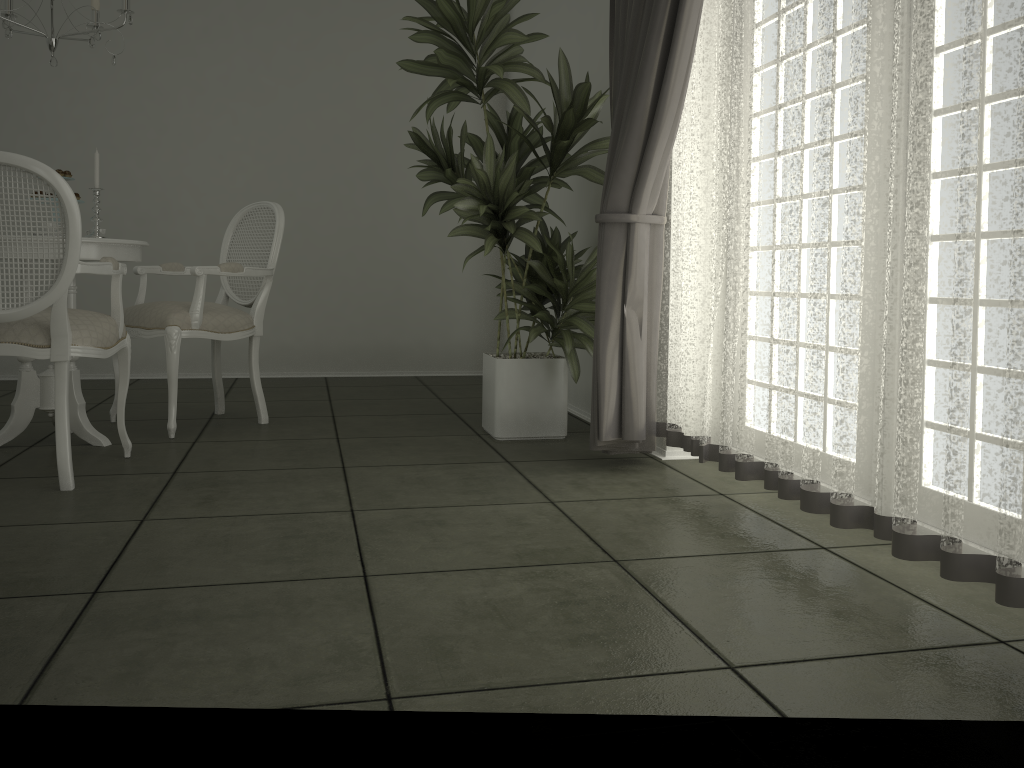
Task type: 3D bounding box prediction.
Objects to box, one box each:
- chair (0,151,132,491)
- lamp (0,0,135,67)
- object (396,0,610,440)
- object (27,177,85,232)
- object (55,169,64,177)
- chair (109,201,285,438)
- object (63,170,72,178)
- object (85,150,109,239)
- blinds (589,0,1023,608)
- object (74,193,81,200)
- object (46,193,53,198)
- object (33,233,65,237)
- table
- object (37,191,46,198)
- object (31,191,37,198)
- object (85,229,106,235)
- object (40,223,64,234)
[{"bbox_3d":[-1.651,-0.210,2.969,0.595,1.060,0.693,0,3,-13],"label":"chair"},{"bbox_3d":[-1.841,-2.532,3.519,0.594,2.431,0.594,0,2,-36],"label":"lamp"},{"bbox_3d":[0.031,-0.825,3.993,1.039,2.090,1.166,1,3,5],"label":"object"},{"bbox_3d":[-1.845,-0.710,3.571,0.211,0.248,0.211,2,4,19],"label":"object"},{"bbox_3d":[-1.814,-0.844,3.537,0.039,0.032,0.039,4,6,33],"label":"object"},{"bbox_3d":[-1.441,-0.346,4.135,0.596,1.060,0.691,3,4,42],"label":"chair"},{"bbox_3d":[-1.803,-0.849,3.577,0.039,0.032,0.040,2,5,8],"label":"object"},{"bbox_3d":[-1.648,-0.756,3.503,0.087,0.363,0.088,0,2,-36],"label":"object"},{"bbox_3d":[0.940,-0.824,1.987,0.660,2.592,3.682,0,5,-13],"label":"blinds"},{"bbox_3d":[-1.773,-0.761,3.586,0.039,0.032,0.039,3,5,28],"label":"object"},{"bbox_3d":[-1.894,-0.767,3.623,0.039,0.032,0.039,5,6,38],"label":"object"},{"bbox_3d":[-1.771,-0.567,3.375,0.118,0.016,0.119,-2,7,-23],"label":"object"},{"bbox_3d":[-1.876,-0.173,3.591,0.740,0.827,0.744,0,4,-16],"label":"table"},{"bbox_3d":[-1.865,-0.752,3.499,0.039,0.032,0.039,5,6,38],"label":"object"},{"bbox_3d":[-1.916,-0.759,3.553,0.039,0.032,0.039,5,6,42],"label":"object"},{"bbox_3d":[-1.780,-0.639,3.780,0.078,0.049,0.063,-3,6,-33],"label":"object"},{"bbox_3d":[-1.763,-0.590,3.371,0.078,0.049,0.063,3,5,19],"label":"object"}]
